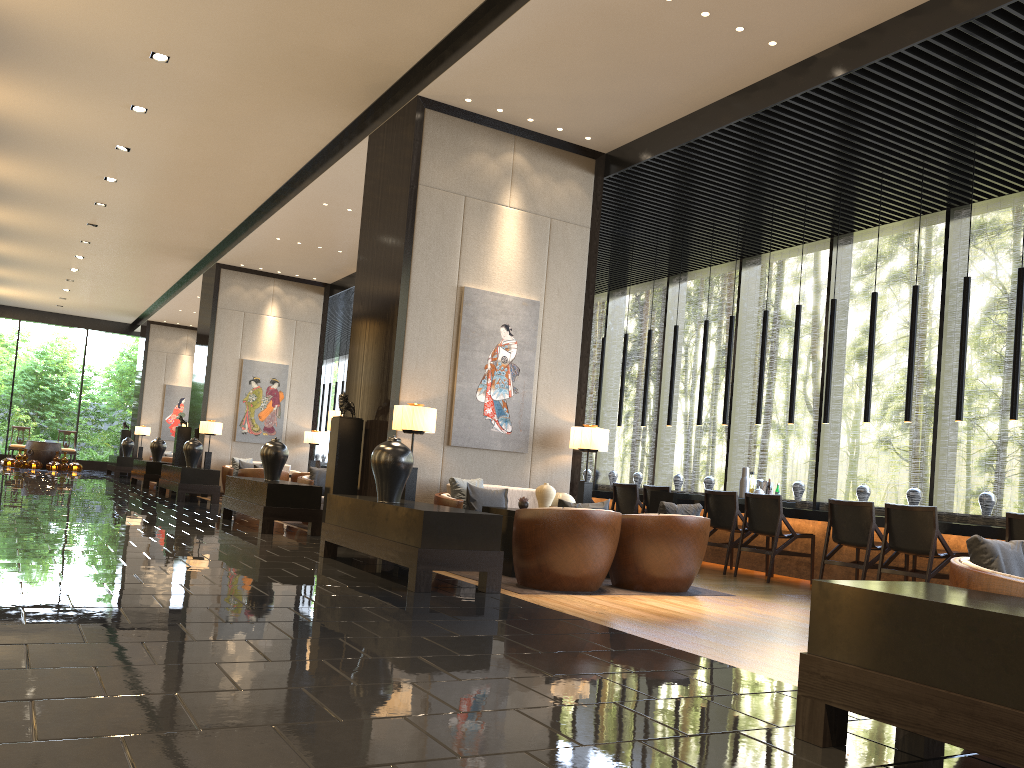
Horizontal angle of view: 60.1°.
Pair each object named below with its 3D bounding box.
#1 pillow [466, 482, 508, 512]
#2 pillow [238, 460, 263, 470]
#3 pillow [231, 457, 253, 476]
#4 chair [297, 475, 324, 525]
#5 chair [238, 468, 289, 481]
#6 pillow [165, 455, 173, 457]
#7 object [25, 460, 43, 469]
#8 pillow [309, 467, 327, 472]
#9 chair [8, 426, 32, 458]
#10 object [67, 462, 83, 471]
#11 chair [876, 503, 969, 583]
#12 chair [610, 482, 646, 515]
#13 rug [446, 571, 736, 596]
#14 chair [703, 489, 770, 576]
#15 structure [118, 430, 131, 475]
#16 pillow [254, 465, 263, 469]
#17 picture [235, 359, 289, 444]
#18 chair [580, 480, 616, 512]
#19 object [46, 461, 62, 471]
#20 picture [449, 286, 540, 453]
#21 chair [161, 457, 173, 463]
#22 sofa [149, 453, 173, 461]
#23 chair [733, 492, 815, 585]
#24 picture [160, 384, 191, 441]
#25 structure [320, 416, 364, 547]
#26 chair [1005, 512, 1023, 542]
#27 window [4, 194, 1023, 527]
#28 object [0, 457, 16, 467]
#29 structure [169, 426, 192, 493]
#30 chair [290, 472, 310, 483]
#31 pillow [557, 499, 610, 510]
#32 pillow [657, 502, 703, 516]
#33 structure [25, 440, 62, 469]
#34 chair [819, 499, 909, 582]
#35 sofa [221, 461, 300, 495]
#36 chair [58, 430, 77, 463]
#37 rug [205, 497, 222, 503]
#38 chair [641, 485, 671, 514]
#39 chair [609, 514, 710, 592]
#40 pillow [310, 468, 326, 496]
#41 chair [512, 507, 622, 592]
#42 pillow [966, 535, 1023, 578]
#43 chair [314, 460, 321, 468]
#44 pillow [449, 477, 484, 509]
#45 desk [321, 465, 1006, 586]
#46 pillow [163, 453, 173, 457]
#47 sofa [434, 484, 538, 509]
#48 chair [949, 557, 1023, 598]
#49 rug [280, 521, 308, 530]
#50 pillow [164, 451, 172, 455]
[{"bbox_3d":[-0.230,1.074,7.955,0.473,0.360,0.219,8,-5,-33],"label":"pillow"},{"bbox_3d":[-4.626,1.533,15.663,0.473,0.360,0.219,8,-5,-33],"label":"pillow"},{"bbox_3d":[-4.789,1.508,15.749,0.201,0.398,0.435,2,-5,39],"label":"pillow"},{"bbox_3d":[-2.333,1.462,11.102,0.806,0.602,0.606,7,-5,-29],"label":"chair"},{"bbox_3d":[-3.962,1.651,14.130,0.806,0.602,0.606,7,-5,-29],"label":"chair"},{"bbox_3d":[-8.360,1.900,21.876,0.442,0.337,0.205,7,-4,-23],"label":"pillow"},{"bbox_3d":[-12.282,2.065,22.749,0.370,0.228,0.371,5,-5,-7],"label":"object"},{"bbox_3d":[-3.146,1.536,14.460,0.400,0.361,0.222,7,-4,-29],"label":"pillow"},{"bbox_3d":[-13.329,1.685,23.962,0.522,1.073,0.536,7,-4,-29],"label":"chair"},{"bbox_3d":[-11.708,2.217,23.725,0.369,0.228,0.371,1,-6,33],"label":"object"},{"bbox_3d":[3.316,1.397,7.148,0.565,0.824,0.526,7,-4,-29],"label":"chair"},{"bbox_3d":[1.457,1.591,10.407,0.565,0.824,0.526,7,-4,-29],"label":"chair"},{"bbox_3d":[0.347,1.587,7.393,1.964,0.008,2.243,8,-7,-29],"label":"rug"},{"bbox_3d":[2.244,1.509,9.027,0.565,0.824,0.526,7,-4,-29],"label":"chair"},{"bbox_3d":[-10.496,1.849,23.946,0.241,1.214,0.240,6,-3,-29],"label":"structure"},{"bbox_3d":[-3.888,1.433,14.034,0.442,0.337,0.205,7,-4,-23],"label":"pillow"},{"bbox_3d":[-4.584,0.342,16.255,0.837,1.497,0.037,7,-3,-30],"label":"picture"},{"bbox_3d":[0.955,1.643,11.287,0.565,0.824,0.526,7,-4,-29],"label":"chair"},{"bbox_3d":[-11.886,2.123,22.980,0.371,0.228,0.370,7,-6,-27],"label":"object"},{"bbox_3d":[-0.154,-0.120,8.487,0.837,1.497,0.037,7,-3,-30],"label":"picture"},{"bbox_3d":[-8.433,2.118,21.972,0.806,0.602,0.606,7,-5,-29],"label":"chair"},{"bbox_3d":[-8.939,2.210,23.659,1.453,0.691,0.603,8,-5,-29],"label":"sofa"},{"bbox_3d":[2.529,1.479,8.527,0.565,0.824,0.526,7,-4,-29],"label":"chair"},{"bbox_3d":[-9.047,0.808,24.082,0.837,1.497,0.037,7,-3,-30],"label":"picture"},{"bbox_3d":[-1.607,0.921,8.359,0.241,1.214,0.240,6,-3,-29],"label":"structure"},{"bbox_3d":[3.818,1.344,6.268,0.565,0.824,0.526,7,-4,-29],"label":"chair"},{"bbox_3d":[-3.943,-0.360,12.350,12.091,4.213,31.912,8,-7,-29],"label":"window"},{"bbox_3d":[-13.051,2.026,22.980,0.370,0.228,0.371,6,-5,-12],"label":"object"},{"bbox_3d":[-6.046,1.384,16.142,0.241,1.214,0.240,6,-3,-29],"label":"structure"},{"bbox_3d":[-3.222,1.757,14.552,0.806,0.602,0.606,7,-5,-29],"label":"chair"},{"bbox_3d":[0.508,0.974,6.326,0.442,0.337,0.205,7,-4,-23],"label":"pillow"},{"bbox_3d":[1.250,1.077,6.752,0.400,0.361,0.222,7,-4,-29],"label":"pillow"},{"bbox_3d":[-12.526,1.896,23.634,0.877,0.708,0.874,9,-6,-41],"label":"structure"},{"bbox_3d":[3.031,1.426,7.647,0.565,0.824,0.526,7,-4,-29],"label":"chair"},{"bbox_3d":[-4.468,1.743,15.818,1.453,0.691,0.603,8,-5,-29],"label":"sofa"},{"bbox_3d":[-12.353,1.825,24.518,0.522,1.073,0.536,7,-4,-29],"label":"chair"},{"bbox_3d":[-4.046,2.045,15.096,1.964,0.008,2.243,8,-7,-29],"label":"rug"},{"bbox_3d":[1.742,1.561,9.907,0.565,0.824,0.526,7,-4,-29],"label":"chair"},{"bbox_3d":[1.174,1.298,6.844,0.806,0.602,0.606,7,-5,-29],"label":"chair"},{"bbox_3d":[-2.372,1.253,11.215,0.400,0.361,0.222,7,-4,-29],"label":"pillow"},{"bbox_3d":[0.434,1.192,6.422,0.806,0.602,0.606,7,-5,-29],"label":"chair"},{"bbox_3d":[1.999,0.797,3.550,0.400,0.361,0.222,7,-4,-29],"label":"pillow"},{"bbox_3d":[-4.409,2.203,20.693,0.565,0.824,0.526,7,-4,-29],"label":"chair"},{"bbox_3d":[-0.393,1.049,8.041,0.201,0.398,0.435,2,-5,39],"label":"pillow"},{"bbox_3d":[-0.131,1.866,13.932,1.785,0.757,28.757,8,-7,-29],"label":"desk"},{"bbox_3d":[-9.098,2.000,23.504,0.473,0.360,0.219,8,-5,-33],"label":"pillow"},{"bbox_3d":[-0.072,1.284,8.110,1.453,0.691,0.603,8,-5,-29],"label":"sofa"},{"bbox_3d":[2.039,1.006,3.437,0.806,0.602,0.606,7,-5,-29],"label":"chair"},{"bbox_3d":[-1.498,1.779,10.628,2.047,0.008,2.243,8,-7,-29],"label":"rug"},{"bbox_3d":[-9.261,1.975,23.590,0.201,0.398,0.435,2,-5,39],"label":"pillow"}]
